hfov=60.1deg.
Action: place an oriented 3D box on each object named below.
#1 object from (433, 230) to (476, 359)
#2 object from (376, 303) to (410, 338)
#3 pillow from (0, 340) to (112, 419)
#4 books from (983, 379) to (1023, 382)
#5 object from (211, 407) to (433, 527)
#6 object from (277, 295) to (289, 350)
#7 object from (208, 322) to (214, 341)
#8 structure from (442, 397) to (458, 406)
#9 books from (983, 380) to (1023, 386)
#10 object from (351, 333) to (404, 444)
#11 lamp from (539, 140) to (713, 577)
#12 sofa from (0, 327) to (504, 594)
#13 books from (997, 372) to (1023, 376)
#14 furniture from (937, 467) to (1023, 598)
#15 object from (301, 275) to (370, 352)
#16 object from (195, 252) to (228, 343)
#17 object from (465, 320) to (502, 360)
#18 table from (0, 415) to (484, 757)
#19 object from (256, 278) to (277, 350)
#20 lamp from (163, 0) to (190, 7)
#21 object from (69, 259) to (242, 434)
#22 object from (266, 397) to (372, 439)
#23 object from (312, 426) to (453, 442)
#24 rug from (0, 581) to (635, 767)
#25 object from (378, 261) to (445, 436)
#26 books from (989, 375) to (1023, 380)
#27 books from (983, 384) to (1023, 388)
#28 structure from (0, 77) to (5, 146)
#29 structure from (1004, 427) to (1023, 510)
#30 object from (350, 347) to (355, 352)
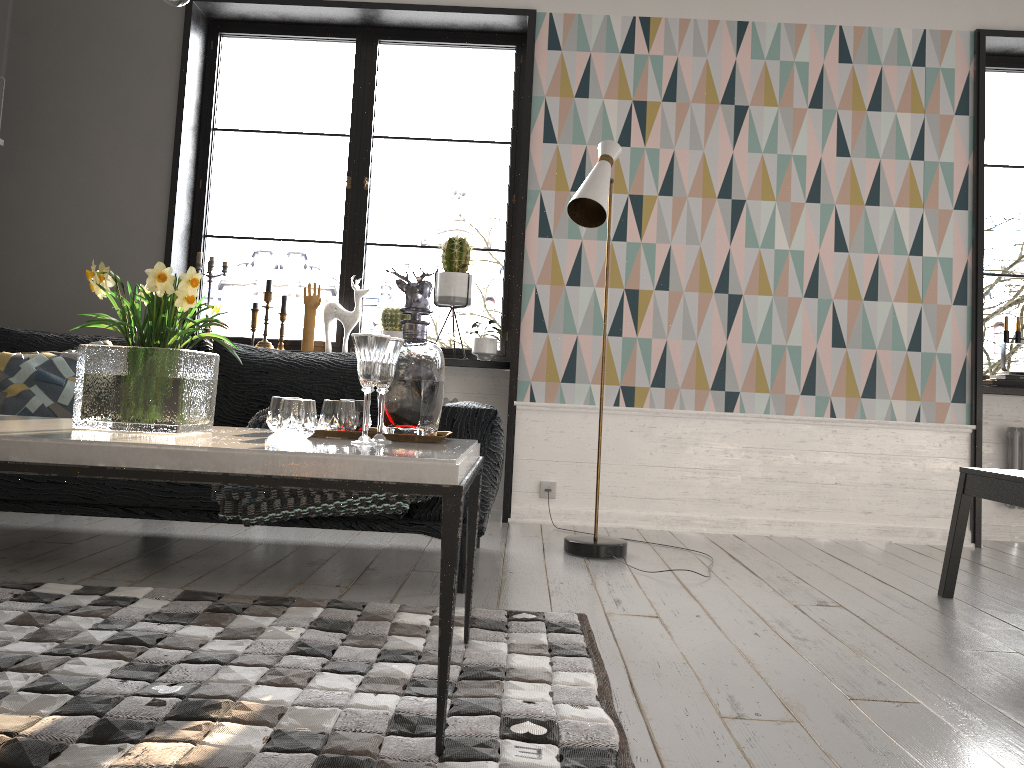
[{"bbox_3d":[-0.301,-0.465,4.535,0.235,0.674,0.228,5,-5,-28],"label":"object"},{"bbox_3d":[-0.604,-0.285,4.628,0.234,0.284,0.213,4,-4,-25],"label":"object"},{"bbox_3d":[-1.812,0.004,3.198,0.797,0.364,0.442,3,-2,-17],"label":"pillow"},{"bbox_3d":[2.552,-0.014,4.520,0.216,0.011,0.173,3,-1,7],"label":"books"},{"bbox_3d":[-0.600,0.267,2.922,0.666,0.330,0.488,3,-2,-4],"label":"object"},{"bbox_3d":[-1.202,-0.323,4.636,0.076,0.302,0.075,0,-5,31],"label":"object"},{"bbox_3d":[-1.602,-0.269,4.667,0.084,0.152,0.084,3,-4,5],"label":"object"},{"bbox_3d":[-0.863,0.258,4.681,1.223,0.430,0.148,3,-4,-1],"label":"structure"},{"bbox_3d":[2.543,0.000,4.524,0.271,0.019,0.183,3,-1,0],"label":"books"},{"bbox_3d":[-0.292,0.012,1.890,0.082,0.228,0.167,2,-3,12],"label":"object"},{"bbox_3d":[0.522,-0.153,3.872,0.680,1.711,1.241,3,-3,-1],"label":"lamp"},{"bbox_3d":[-1.200,0.216,3.225,2.340,0.802,0.966,3,-2,0],"label":"sofa"},{"bbox_3d":[2.581,-0.049,4.512,0.153,0.017,0.123,3,-1,2],"label":"books"},{"bbox_3d":[1.728,0.516,2.294,0.465,0.457,1.663,3,-1,1],"label":"furniture"},{"bbox_3d":[-0.758,-0.351,4.589,0.662,0.412,0.134,3,-4,2],"label":"object"},{"bbox_3d":[-1.593,-0.438,4.600,0.162,0.493,0.144,0,-5,37],"label":"object"},{"bbox_3d":[-0.141,-0.223,4.488,0.171,0.204,0.245,3,-2,3],"label":"object"},{"bbox_3d":[-0.814,0.354,1.854,1.456,0.513,0.729,3,-2,1],"label":"table"},{"bbox_3d":[-1.272,-0.365,4.590,0.123,0.377,0.122,3,-4,5],"label":"object"},{"bbox_3d":[-0.400,-1.621,1.503,0.074,1.544,1.393,6,-4,-30],"label":"lamp"},{"bbox_3d":[-0.785,-0.077,1.914,0.352,0.353,0.323,3,-3,3],"label":"object"},{"bbox_3d":[-0.423,0.079,2.024,0.246,0.088,0.278,3,-1,-21],"label":"object"},{"bbox_3d":[-0.306,0.117,2.079,0.318,0.015,0.246,3,-1,1],"label":"object"},{"bbox_3d":[-1.054,0.581,1.682,2.526,0.034,1.764,3,-1,1],"label":"rug"},{"bbox_3d":[-0.232,-0.081,2.106,0.148,0.419,0.155,1,-4,20],"label":"object"},{"bbox_3d":[2.577,-0.030,4.515,0.198,0.022,0.162,3,-1,2],"label":"books"},{"bbox_3d":[2.540,0.014,4.515,0.268,0.011,0.161,3,-1,4],"label":"books"},{"bbox_3d":[-2.576,-1.077,3.229,0.267,0.959,2.015,3,-1,1],"label":"structure"},{"bbox_3d":[3.180,0.467,4.608,1.223,0.430,0.148,3,-4,-1],"label":"structure"},{"bbox_3d":[-0.755,-0.200,4.568,0.123,0.099,0.122,2,-2,23],"label":"object"}]
